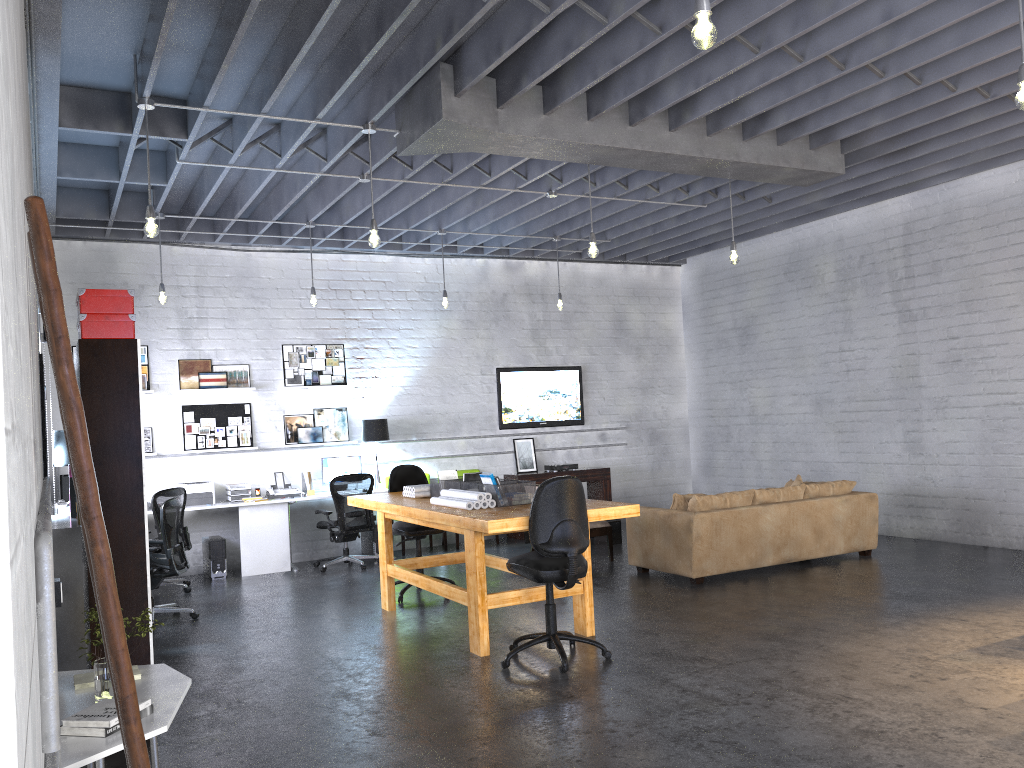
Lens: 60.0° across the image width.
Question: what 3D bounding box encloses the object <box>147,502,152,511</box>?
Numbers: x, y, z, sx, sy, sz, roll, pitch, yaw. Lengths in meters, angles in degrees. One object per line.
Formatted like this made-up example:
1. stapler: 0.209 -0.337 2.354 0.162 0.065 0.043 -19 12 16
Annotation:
1. object: -3.746 1.269 9.243 0.411 0.081 0.279 -4 -3 32

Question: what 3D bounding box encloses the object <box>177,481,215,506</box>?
1. object: -3.444 1.193 9.665 0.351 0.235 0.351 -2 -2 -28

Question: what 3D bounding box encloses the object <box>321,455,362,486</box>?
1. object: -2.005 1.058 10.405 0.465 0.417 0.212 -2 -2 -23

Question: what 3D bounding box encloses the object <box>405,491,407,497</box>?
1. object: -0.647 0.900 7.434 0.519 0.047 0.047 -2 -2 -28

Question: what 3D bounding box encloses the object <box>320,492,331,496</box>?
1. object: -1.962 1.238 10.094 0.422 0.028 0.181 -1 -3 -33

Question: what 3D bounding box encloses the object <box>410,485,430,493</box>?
1. object: -0.595 0.853 7.333 0.519 0.047 0.047 -2 -2 -28

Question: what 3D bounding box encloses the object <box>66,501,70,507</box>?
1. object: -3.501 0.998 7.067 0.212 0.417 0.465 -2 -2 -28

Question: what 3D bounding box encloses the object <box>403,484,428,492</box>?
1. object: -0.660 0.861 7.456 0.519 0.047 0.047 -2 -2 -28

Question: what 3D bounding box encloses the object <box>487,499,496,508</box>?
1. object: -0.283 0.842 6.374 0.058 0.057 0.636 -2 -3 -28

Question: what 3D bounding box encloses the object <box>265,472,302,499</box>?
1. object: -2.622 1.146 10.085 0.405 0.280 0.400 -2 -2 -28

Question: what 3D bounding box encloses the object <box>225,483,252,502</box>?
1. object: -3.043 1.208 9.868 0.229 0.180 0.316 -2 -2 -28

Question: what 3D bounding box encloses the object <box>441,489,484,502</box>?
1. object: -0.360 0.795 6.335 0.057 0.057 0.636 -2 -3 -28

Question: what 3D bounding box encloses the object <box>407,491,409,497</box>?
1. object: -0.625 0.898 7.393 0.519 0.047 0.047 -2 -2 -28

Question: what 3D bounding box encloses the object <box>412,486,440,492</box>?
1. object: -0.570 0.850 7.284 0.519 0.047 0.047 -2 -2 -30

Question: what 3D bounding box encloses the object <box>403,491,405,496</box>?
1. object: -0.668 0.903 7.475 0.519 0.047 0.047 -2 -2 -28

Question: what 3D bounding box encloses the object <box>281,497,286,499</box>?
1. object: -2.542 1.264 9.847 0.011 0.011 0.125 -3 -2 11

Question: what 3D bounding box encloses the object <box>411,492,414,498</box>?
1. object: -0.582 0.892 7.311 0.519 0.047 0.047 -2 -2 -28

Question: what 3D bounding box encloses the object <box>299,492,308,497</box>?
1. object: -2.336 1.239 9.918 0.095 0.050 0.095 -4 -2 31

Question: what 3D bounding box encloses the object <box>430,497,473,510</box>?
1. object: -0.434 0.846 6.294 0.057 0.058 0.636 -2 -3 -28

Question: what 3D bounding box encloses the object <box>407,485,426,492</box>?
1. object: -0.617 0.856 7.374 0.519 0.047 0.047 -2 -2 -28

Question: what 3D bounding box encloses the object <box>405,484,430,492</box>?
1. object: -0.638 0.859 7.414 0.519 0.047 0.047 -2 -2 -28

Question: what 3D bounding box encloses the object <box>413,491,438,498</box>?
1. object: -0.561 0.889 7.269 0.519 0.047 0.047 -2 -2 -28

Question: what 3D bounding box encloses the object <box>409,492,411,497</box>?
1. object: -0.604 0.894 7.352 0.519 0.047 0.047 -2 -2 -28

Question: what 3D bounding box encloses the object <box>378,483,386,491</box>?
1. object: -1.513 1.195 10.300 0.069 0.083 0.090 -2 -2 -28

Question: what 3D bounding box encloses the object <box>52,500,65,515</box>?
1. object: -4.119 1.187 8.290 0.324 0.208 0.233 -2 -2 -28

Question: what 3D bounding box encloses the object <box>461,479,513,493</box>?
1. object: -0.175 0.795 6.571 0.316 0.156 0.306 -2 -2 -28

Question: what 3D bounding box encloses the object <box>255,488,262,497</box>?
1. object: -2.868 1.233 10.006 0.093 0.116 0.067 -2 -2 -28

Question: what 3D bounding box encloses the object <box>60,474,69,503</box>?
1. object: -4.381 1.119 9.016 0.147 0.427 0.560 -3 -2 9

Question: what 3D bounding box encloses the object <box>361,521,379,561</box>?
1. object: -1.607 1.826 10.373 0.180 0.411 0.476 -2 -2 -28

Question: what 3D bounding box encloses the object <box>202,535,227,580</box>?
1. object: -3.224 1.878 9.614 0.180 0.411 0.476 -2 -2 -28

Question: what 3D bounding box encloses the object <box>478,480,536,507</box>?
1. object: -0.032 0.776 6.299 0.316 0.156 0.306 -2 -2 -28

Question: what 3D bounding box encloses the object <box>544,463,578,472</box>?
1. object: 0.654 1.110 11.782 0.370 0.082 0.266 -2 -3 -28

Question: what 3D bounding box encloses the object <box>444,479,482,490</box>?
1. object: -0.317 0.814 6.844 0.316 0.156 0.306 -2 -2 -28

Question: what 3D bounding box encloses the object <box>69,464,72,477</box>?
1. object: -2.920 0.635 6.091 0.214 0.177 0.161 -2 -2 -28

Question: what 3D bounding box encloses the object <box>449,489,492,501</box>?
1. object: -0.310 0.794 6.362 0.057 0.057 0.636 -2 -3 -28

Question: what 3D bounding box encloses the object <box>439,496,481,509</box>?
1. object: -0.383 0.845 6.321 0.058 0.057 0.636 -2 -3 -28

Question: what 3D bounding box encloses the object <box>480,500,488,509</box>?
1. object: -0.333 0.843 6.347 0.057 0.058 0.636 -2 -3 -28

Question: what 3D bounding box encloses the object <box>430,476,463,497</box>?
1. object: -0.459 0.832 7.116 0.316 0.156 0.306 -2 -2 -28

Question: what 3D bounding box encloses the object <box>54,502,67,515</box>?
1. object: -3.682 1.126 7.657 0.485 0.230 0.420 -2 -2 -28

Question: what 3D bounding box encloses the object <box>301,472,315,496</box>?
1. object: -2.351 1.147 10.220 0.087 0.259 0.237 -2 -2 -28
